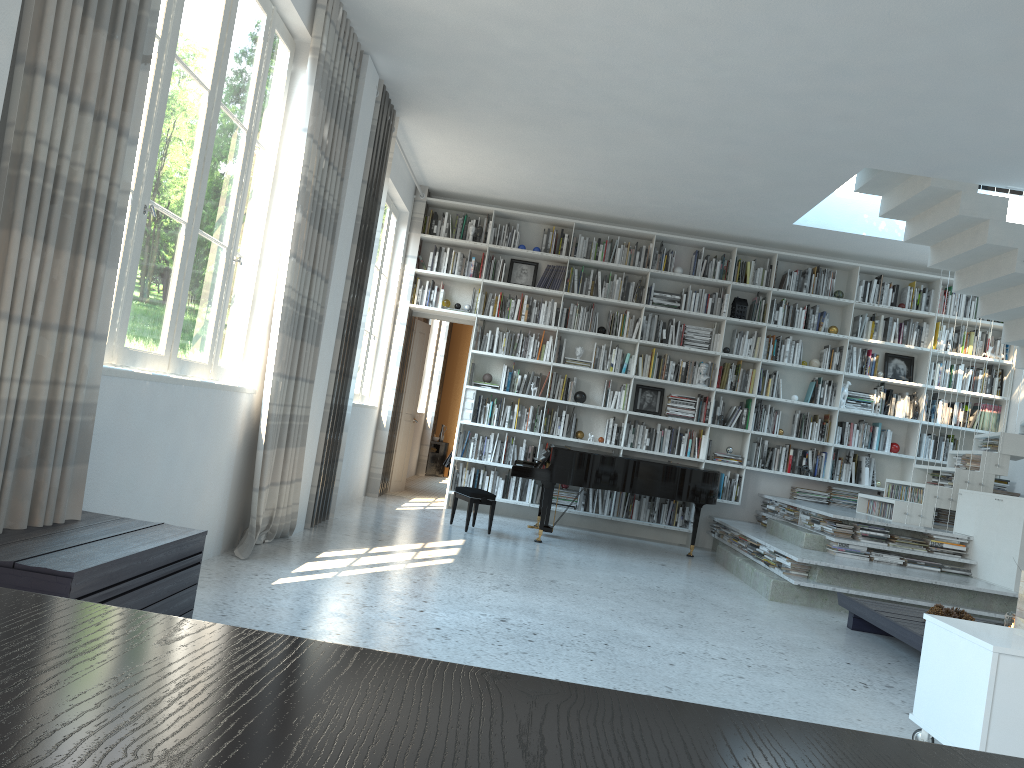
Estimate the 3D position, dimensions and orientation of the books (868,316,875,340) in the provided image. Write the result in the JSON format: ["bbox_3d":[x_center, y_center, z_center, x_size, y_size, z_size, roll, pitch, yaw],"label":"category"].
[{"bbox_3d":[3.705,-0.563,9.197,0.026,0.261,0.167,9,-2,2],"label":"books"}]

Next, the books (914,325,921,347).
[{"bbox_3d":[4.166,-0.480,9.186,0.030,0.241,0.162,9,-2,2],"label":"books"}]

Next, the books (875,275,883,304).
[{"bbox_3d":[3.790,-0.957,9.206,0.014,0.332,0.180,9,-2,2],"label":"books"}]

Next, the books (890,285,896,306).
[{"bbox_3d":[3.936,-0.894,9.224,0.012,0.254,0.161,9,-2,2],"label":"books"}]

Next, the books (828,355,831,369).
[{"bbox_3d":[3.280,-0.242,9.226,0.011,0.227,0.131,9,-2,2],"label":"books"}]

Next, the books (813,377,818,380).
[{"bbox_3d":[3.137,0.077,9.209,0.016,0.290,0.135,9,-2,2],"label":"books"}]

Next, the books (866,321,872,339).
[{"bbox_3d":[3.675,-0.541,9.192,0.025,0.207,0.175,9,-2,2],"label":"books"}]

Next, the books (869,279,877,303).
[{"bbox_3d":[3.726,-0.940,9.216,0.048,0.278,0.150,9,-2,2],"label":"books"}]

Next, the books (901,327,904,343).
[{"bbox_3d":[4.008,-0.492,9.196,0.013,0.216,0.177,9,-2,2],"label":"books"}]

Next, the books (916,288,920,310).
[{"bbox_3d":[4.178,-0.857,9.216,0.017,0.257,0.146,9,-2,2],"label":"books"}]

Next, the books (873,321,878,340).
[{"bbox_3d":[3.741,-0.539,9.203,0.030,0.224,0.158,9,-2,2],"label":"books"}]

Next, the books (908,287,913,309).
[{"bbox_3d":[4.101,-0.867,9.204,0.016,0.251,0.189,9,-2,2],"label":"books"}]

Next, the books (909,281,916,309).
[{"bbox_3d":[4.134,-0.897,9.204,0.007,0.320,0.165,9,-2,2],"label":"books"}]

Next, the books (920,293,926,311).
[{"bbox_3d":[4.232,-0.825,9.197,0.029,0.210,0.169,9,-2,2],"label":"books"}]

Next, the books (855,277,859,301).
[{"bbox_3d":[3.552,-0.975,9.225,0.028,0.294,0.150,9,-2,2],"label":"books"}]

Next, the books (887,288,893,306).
[{"bbox_3d":[3.885,-0.877,9.201,0.024,0.202,0.190,9,-2,2],"label":"books"}]

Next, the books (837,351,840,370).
[{"bbox_3d":[3.359,-0.226,9.207,0.013,0.221,0.155,9,-2,2],"label":"books"}]

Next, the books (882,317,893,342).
[{"bbox_3d":[3.847,-0.545,9.152,0.032,0.265,0.245,9,-2,2],"label":"books"}]

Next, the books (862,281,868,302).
[{"bbox_3d":[3.635,-0.936,9.209,0.026,0.241,0.184,9,-2,2],"label":"books"}]

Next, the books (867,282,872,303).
[{"bbox_3d":[3.687,-0.931,9.233,0.027,0.249,0.140,9,-2,2],"label":"books"}]

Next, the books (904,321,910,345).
[{"bbox_3d":[4.059,-0.508,9.194,0.023,0.263,0.156,9,-2,2],"label":"books"}]

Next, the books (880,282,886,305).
[{"bbox_3d":[3.828,-0.916,9.207,0.014,0.262,0.168,9,-2,2],"label":"books"}]

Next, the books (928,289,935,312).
[{"bbox_3d":[4.319,-0.838,9.198,0.026,0.263,0.163,9,-2,2],"label":"books"}]

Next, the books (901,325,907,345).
[{"bbox_3d":[4.029,-0.490,9.185,0.031,0.217,0.165,9,-2,2],"label":"books"}]

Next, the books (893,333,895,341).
[{"bbox_3d":[3.936,-0.492,9.223,0.027,0.196,0.130,9,-2,2],"label":"books"}]

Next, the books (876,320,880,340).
[{"bbox_3d":[3.769,-0.540,9.217,0.024,0.236,0.146,9,-2,2],"label":"books"}]

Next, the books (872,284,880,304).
[{"bbox_3d":[3.761,-0.910,9.216,0.030,0.231,0.148,9,-2,2],"label":"books"}]

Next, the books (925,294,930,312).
[{"bbox_3d":[4.287,-0.816,9.219,0.031,0.211,0.131,9,-2,2],"label":"books"}]

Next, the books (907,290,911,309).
[{"bbox_3d":[4.078,-0.855,9.198,0.008,0.220,0.182,9,-2,2],"label":"books"}]

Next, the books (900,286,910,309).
[{"bbox_3d":[4.068,-0.875,9.196,0.019,0.256,0.169,9,-2,2],"label":"books"}]

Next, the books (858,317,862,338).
[{"bbox_3d":[3.583,-0.570,9.209,0.013,0.236,0.142,9,-2,2],"label":"books"}]

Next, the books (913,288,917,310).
[{"bbox_3d":[4.153,-0.857,9.201,0.031,0.248,0.164,9,-2,2],"label":"books"}]

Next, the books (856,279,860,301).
[{"bbox_3d":[3.571,-0.957,9.233,0.014,0.264,0.140,9,-2,2],"label":"books"}]

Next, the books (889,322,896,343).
[{"bbox_3d":[3.910,-0.516,9.178,0.030,0.230,0.187,9,-2,2],"label":"books"}]

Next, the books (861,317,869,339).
[{"bbox_3d":[3.654,-0.565,9.216,0.026,0.250,0.130,9,-2,2],"label":"books"}]

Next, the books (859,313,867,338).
[{"bbox_3d":[3.618,-0.587,9.209,0.051,0.282,0.167,9,-2,2],"label":"books"}]

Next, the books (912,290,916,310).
[{"bbox_3d":[4.133,-0.849,9.194,0.007,0.226,0.170,9,-2,2],"label":"books"}]

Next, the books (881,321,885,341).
[{"bbox_3d":[3.818,-0.533,9.205,0.025,0.238,0.143,9,-2,2],"label":"books"}]

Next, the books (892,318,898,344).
[{"bbox_3d":[3.969,-0.532,9.205,0.048,0.283,0.162,9,-2,2],"label":"books"}]

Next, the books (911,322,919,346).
[{"bbox_3d":[4.135,-0.501,9.180,0.036,0.272,0.177,9,-2,2],"label":"books"}]

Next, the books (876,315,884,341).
[{"bbox_3d":[3.797,-0.562,9.196,0.026,0.288,0.156,9,-2,2],"label":"books"}]

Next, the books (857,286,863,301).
[{"bbox_3d":[3.581,-0.915,9.203,0.022,0.182,0.190,9,-2,2],"label":"books"}]

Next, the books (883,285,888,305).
[{"bbox_3d":[3.844,-0.900,9.207,0.022,0.236,0.172,9,-2,2],"label":"books"}]

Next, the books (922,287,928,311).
[{"bbox_3d":[4.265,-0.854,9.216,0.025,0.279,0.136,9,-2,2],"label":"books"}]

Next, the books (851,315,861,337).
[{"bbox_3d":[3.572,-0.580,9.212,0.012,0.254,0.161,9,-2,2],"label":"books"}]

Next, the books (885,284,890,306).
[{"bbox_3d":[3.867,-0.905,9.216,0.021,0.254,0.151,9,-2,2],"label":"books"}]

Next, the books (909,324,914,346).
[{"bbox_3d":[4.110,-0.493,9.189,0.011,0.249,0.152,9,-2,2],"label":"books"}]

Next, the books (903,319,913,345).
[{"bbox_3d":[4.084,-0.521,9.180,0.022,0.294,0.181,9,-2,2],"label":"books"}]

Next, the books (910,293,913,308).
[{"bbox_3d":[4.118,-0.867,9.217,0.017,0.259,0.136,9,-2,2],"label":"books"}]

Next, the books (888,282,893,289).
[{"bbox_3d":[3.909,-0.911,9.228,0.012,0.279,0.153,9,-2,2],"label":"books"}]

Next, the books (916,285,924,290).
[{"bbox_3d":[4.217,-0.872,9.214,0.020,0.299,0.131,9,-2,2],"label":"books"}]

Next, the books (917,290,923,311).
[{"bbox_3d":[4.193,-0.844,9.193,0.018,0.235,0.186,9,-2,2],"label":"books"}]

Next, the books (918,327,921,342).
[{"bbox_3d":[4.188,-0.478,9.203,0.014,0.246,0.142,9,-2,2],"label":"books"}]

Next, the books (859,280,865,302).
[{"bbox_3d":[3.611,-0.944,9.215,0.025,0.250,0.178,9,-2,2],"label":"books"}]

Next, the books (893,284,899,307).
[{"bbox_3d":[3.957,-0.893,9.210,0.030,0.257,0.165,9,-2,2],"label":"books"}]

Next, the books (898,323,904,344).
[{"bbox_3d":[3.996,-0.507,9.179,0.014,0.240,0.189,9,-2,2],"label":"books"}]

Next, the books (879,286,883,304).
[{"bbox_3d":[3.804,-0.898,9.227,0.030,0.220,0.133,9,-2,2],"label":"books"}]

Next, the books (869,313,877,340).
[{"bbox_3d":[3.726,-0.577,9.205,0.011,0.296,0.162,9,-2,2],"label":"books"}]

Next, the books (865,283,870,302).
[{"bbox_3d":[3.659,-0.927,9.216,0.024,0.231,0.168,9,-2,2],"label":"books"}]
